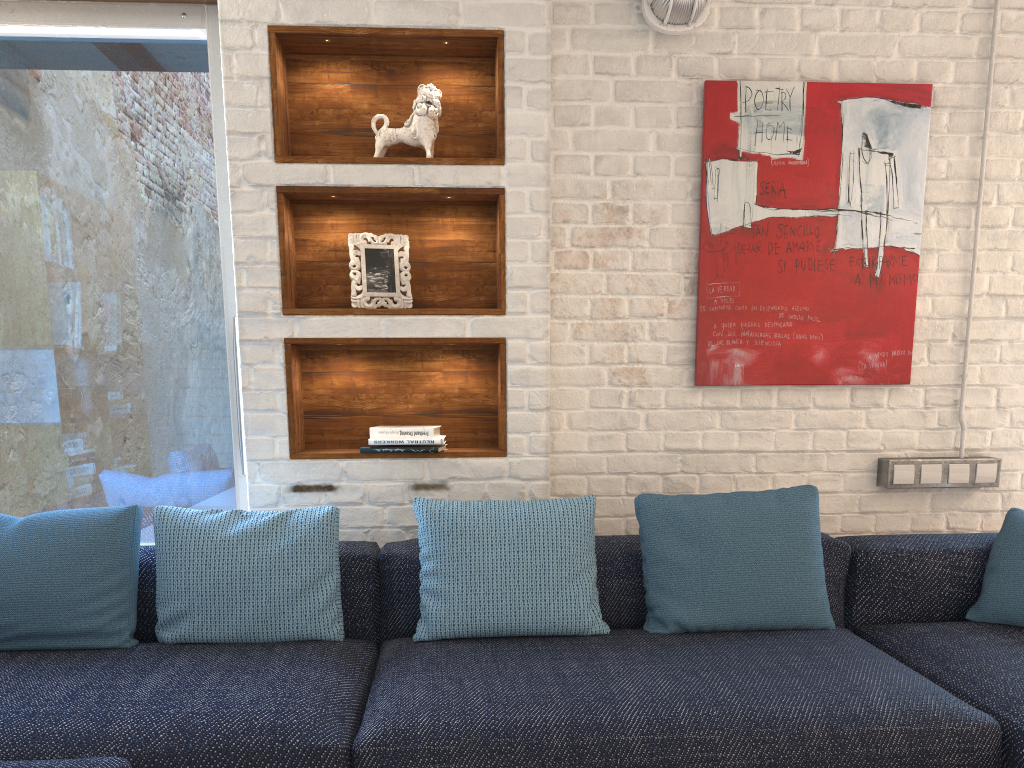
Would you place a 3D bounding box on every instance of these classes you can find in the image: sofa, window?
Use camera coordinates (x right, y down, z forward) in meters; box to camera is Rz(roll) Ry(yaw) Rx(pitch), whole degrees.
[{"bbox_3d":[0.163,0.801,1.852,3.949,0.674,2.044,0,1,-4],"label":"sofa"},{"bbox_3d":[3.704,-2.098,3.079,12.335,6.577,0.627,0,10,-4],"label":"window"}]

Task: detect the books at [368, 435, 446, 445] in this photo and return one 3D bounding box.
[{"bbox_3d":[-0.335,0.181,2.818,0.236,0.019,0.168,0,0,-2],"label":"books"}]

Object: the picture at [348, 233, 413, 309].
[{"bbox_3d":[-0.418,-0.354,2.760,0.193,0.250,0.100,-2,9,-13],"label":"picture"}]

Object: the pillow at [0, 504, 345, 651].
[{"bbox_3d":[-1.030,0.540,2.437,1.106,0.410,0.237,0,8,-5],"label":"pillow"}]

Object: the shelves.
[{"bbox_3d":[-0.367,-0.376,2.750,0.769,1.459,0.186,-1,10,-4],"label":"shelves"}]

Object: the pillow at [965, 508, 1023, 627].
[{"bbox_3d":[1.669,0.552,2.498,0.373,0.335,0.559,-5,5,-44],"label":"pillow"}]

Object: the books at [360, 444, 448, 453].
[{"bbox_3d":[-0.346,0.208,2.815,0.252,0.017,0.159,0,0,6],"label":"books"}]

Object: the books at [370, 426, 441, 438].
[{"bbox_3d":[-0.342,0.155,2.814,0.206,0.034,0.130,0,1,6],"label":"books"}]

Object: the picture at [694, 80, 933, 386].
[{"bbox_3d":[0.985,-0.479,2.875,0.744,0.982,0.018,-1,10,-4],"label":"picture"}]

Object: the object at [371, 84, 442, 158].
[{"bbox_3d":[-0.322,-0.797,2.673,0.216,0.248,0.109,0,8,4],"label":"object"}]

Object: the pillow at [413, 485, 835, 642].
[{"bbox_3d":[0.320,0.509,2.506,1.211,0.428,0.248,0,8,-4],"label":"pillow"}]
